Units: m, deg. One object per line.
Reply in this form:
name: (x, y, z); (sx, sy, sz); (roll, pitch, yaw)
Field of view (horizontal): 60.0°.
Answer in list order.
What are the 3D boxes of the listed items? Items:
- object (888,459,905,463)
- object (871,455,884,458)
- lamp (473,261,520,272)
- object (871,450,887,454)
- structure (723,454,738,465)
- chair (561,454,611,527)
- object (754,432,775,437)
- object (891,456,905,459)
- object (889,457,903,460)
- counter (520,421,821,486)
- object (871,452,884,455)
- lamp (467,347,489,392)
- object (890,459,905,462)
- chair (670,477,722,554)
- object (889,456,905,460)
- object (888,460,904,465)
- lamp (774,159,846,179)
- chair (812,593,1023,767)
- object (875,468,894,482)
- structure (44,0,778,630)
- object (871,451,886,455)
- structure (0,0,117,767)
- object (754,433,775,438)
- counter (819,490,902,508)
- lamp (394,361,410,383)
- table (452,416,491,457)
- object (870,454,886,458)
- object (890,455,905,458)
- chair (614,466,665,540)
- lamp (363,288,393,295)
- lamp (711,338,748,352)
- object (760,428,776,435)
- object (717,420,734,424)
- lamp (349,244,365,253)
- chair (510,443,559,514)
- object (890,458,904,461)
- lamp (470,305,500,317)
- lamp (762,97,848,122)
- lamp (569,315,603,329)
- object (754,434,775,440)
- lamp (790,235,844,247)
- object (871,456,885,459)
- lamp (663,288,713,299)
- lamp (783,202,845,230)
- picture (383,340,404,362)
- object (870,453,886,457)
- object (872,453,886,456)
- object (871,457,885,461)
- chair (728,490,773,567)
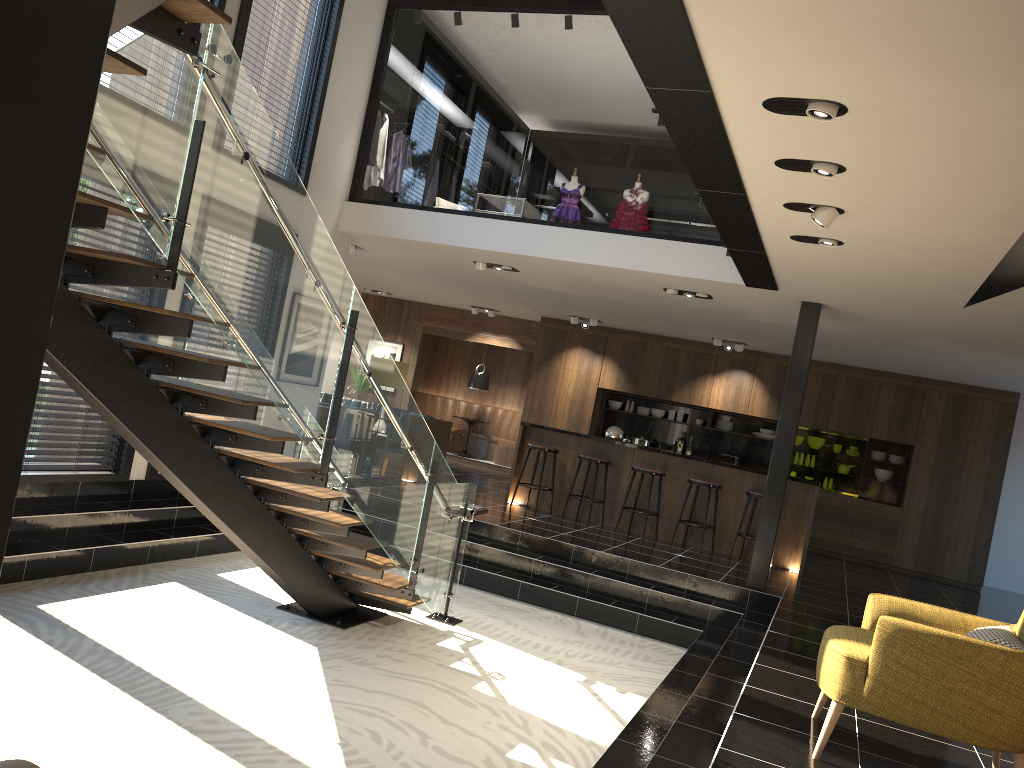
object: (5.574, 1.130, 12.863); (0.220, 0.033, 0.220); (11, -1, 4)
object: (5.343, 1.074, 12.952); (0.220, 0.033, 0.220); (11, -1, 30)
lamp: (-0.166, -1.343, 9.870); (0.501, 0.231, 0.349); (11, -1, 21)
object: (5.356, 1.007, 12.953); (0.220, 0.033, 0.220); (11, -1, 30)
structure: (3.275, 1.198, 13.391); (0.242, 0.231, 0.174); (11, -1, 20)
chair: (0.912, 1.266, 10.573); (0.412, 0.799, 0.413); (11, -1, 30)
object: (3.893, 0.792, 13.519); (0.438, 0.039, 0.437); (12, -1, -33)
object: (5.585, 1.076, 12.863); (0.220, 0.033, 0.220); (11, -1, 4)
object: (5.581, 1.096, 12.863); (0.220, 0.033, 0.220); (11, -1, 4)
counter: (1.867, 0.827, 10.733); (3.570, 0.041, 0.699); (11, -1, 21)
object: (5.351, 1.031, 12.953); (0.220, 0.033, 0.220); (11, -1, 30)
lamp: (-0.515, -0.377, 15.775); (0.390, 0.974, 0.389); (11, -1, -26)
object: (5.577, 1.119, 12.863); (0.220, 0.033, 0.220); (11, -1, 4)
chair: (2.125, 1.497, 10.110); (0.412, 0.799, 0.413); (11, -1, 30)
object: (5.583, 1.086, 12.863); (0.220, 0.033, 0.220); (11, -1, 4)
object: (5.572, 1.143, 12.863); (0.220, 0.033, 0.220); (11, -1, 4)
lamp: (1.495, -1.132, 4.425); (0.346, 0.177, 0.195); (11, -1, 21)
chair: (1.942, 1.182, 3.971); (1.030, 1.097, 0.808); (11, -1, 20)
object: (5.409, 1.337, 12.918); (0.264, 0.170, 0.264); (11, -1, -5)
structure: (-0.444, -0.224, 4.956); (3.444, 4.868, 7.286); (11, -1, 20)
object: (5.354, 1.019, 12.953); (0.220, 0.033, 0.220); (11, -1, 30)
structure: (-1.760, -0.143, 1.383); (3.778, 3.244, 1.150); (11, -1, 21)
object: (3.890, 0.807, 13.519); (0.438, 0.039, 0.437); (12, -1, -33)
counter: (3.435, 1.352, 13.470); (4.587, 0.005, 0.863); (11, -1, 21)
lamp: (-1.561, 0.428, 9.835); (0.638, 1.445, 0.436); (12, -1, -44)
table: (-0.784, 0.945, 15.783); (0.702, 0.643, 0.702); (11, -1, -5)
object: (5.345, 1.064, 12.952); (0.220, 0.033, 0.220); (11, -1, 30)
object: (5.588, 1.063, 12.863); (0.220, 0.033, 0.220); (11, -1, 4)
chair: (1.519, 1.381, 10.342); (0.412, 0.799, 0.413); (11, -1, 30)
lamp: (-2.344, -1.670, 15.595); (0.501, 0.213, 0.349); (11, -1, 21)
lamp: (3.101, -0.614, 12.626); (0.501, 0.280, 0.349); (11, -1, 21)
object: (3.901, 0.745, 13.521); (0.254, 0.088, 0.253); (12, -1, -44)
object: (3.321, 0.598, 13.817); (0.269, 0.024, 0.268); (12, -1, -31)
lamp: (-2.014, -1.687, 10.576); (0.501, 0.248, 0.349); (11, -1, 21)
chair: (0.306, 1.150, 10.805); (0.412, 0.799, 0.413); (11, -1, 30)
object: (5.579, 1.108, 12.863); (0.220, 0.033, 0.220); (11, -1, 4)
lamp: (-0.446, -1.273, 14.867); (0.501, 0.280, 0.349); (11, -1, 21)
lamp: (1.229, -1.200, 3.698); (0.346, 0.177, 0.195); (11, -1, 21)
lamp: (1.116, -0.985, 13.384); (0.501, 0.294, 0.349); (11, -1, 21)
object: (3.888, 0.819, 13.519); (0.438, 0.039, 0.437); (12, -1, -33)
lamp: (2.029, -1.007, 5.877); (0.346, 0.158, 0.195); (11, -1, 21)
object: (5.341, 1.086, 12.952); (0.220, 0.033, 0.220); (11, -1, 30)
lamp: (1.821, -0.982, 9.113); (0.501, 0.194, 0.349); (11, -1, 21)
lamp: (1.754, -1.030, 5.150); (0.346, 0.247, 0.195); (11, -1, 21)
picture: (-2.383, -0.353, 16.175); (0.748, 0.911, 0.028); (11, 0, 21)
object: (5.347, 1.051, 12.952); (0.220, 0.033, 0.220); (11, -1, 30)
object: (5.349, 1.041, 12.952); (0.220, 0.033, 0.220); (11, -1, 30)
object: (5.338, 1.099, 12.952); (0.220, 0.033, 0.220); (11, -1, 30)
chair: (2.732, 1.613, 9.878); (0.412, 0.799, 0.413); (11, -1, 30)
